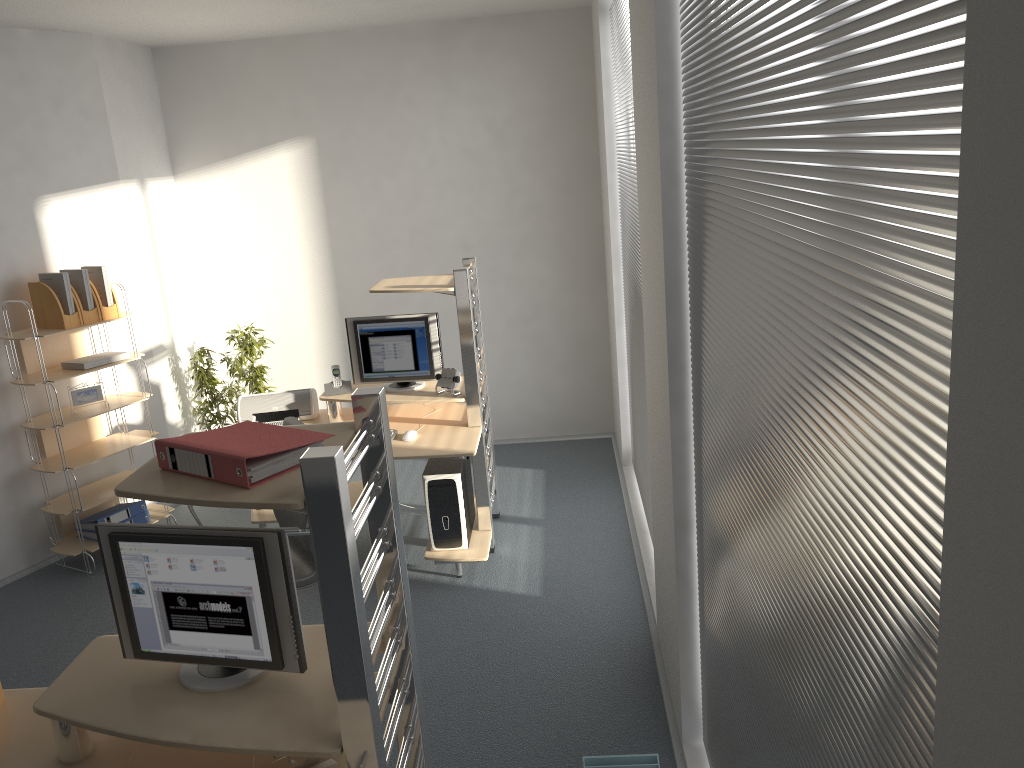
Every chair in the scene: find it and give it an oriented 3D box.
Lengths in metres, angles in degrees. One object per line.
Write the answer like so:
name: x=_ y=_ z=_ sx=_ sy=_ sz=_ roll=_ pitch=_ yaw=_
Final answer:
chair: x=-1.092 y=0.755 z=3.780 sx=0.652 sy=1.048 sz=0.584 roll=-13 pitch=17 yaw=-29

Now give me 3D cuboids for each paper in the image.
paper: x=-2.460 y=-0.500 z=5.026 sx=0.213 sy=0.297 sz=0.045 roll=4 pitch=17 yaw=30
paper: x=-2.520 y=-0.467 z=4.923 sx=0.213 sy=0.297 sz=0.045 roll=3 pitch=17 yaw=28
paper: x=-2.405 y=-0.138 z=5.128 sx=0.213 sy=0.046 sz=0.297 roll=4 pitch=17 yaw=30
paper: x=-2.393 y=-0.532 z=5.126 sx=0.213 sy=0.297 sz=0.045 roll=5 pitch=18 yaw=33

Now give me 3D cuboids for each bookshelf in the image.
bookshelf: x=-2.434 y=0.240 z=5.150 sx=0.381 sy=1.572 sz=0.724 roll=4 pitch=17 yaw=30

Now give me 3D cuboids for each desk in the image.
desk: x=-1.017 y=0.933 z=2.073 sx=1.469 sy=1.566 sz=0.967 roll=-4 pitch=15 yaw=4
desk: x=-0.890 y=0.208 z=4.769 sx=1.469 sy=1.566 sz=0.967 roll=-4 pitch=15 yaw=4

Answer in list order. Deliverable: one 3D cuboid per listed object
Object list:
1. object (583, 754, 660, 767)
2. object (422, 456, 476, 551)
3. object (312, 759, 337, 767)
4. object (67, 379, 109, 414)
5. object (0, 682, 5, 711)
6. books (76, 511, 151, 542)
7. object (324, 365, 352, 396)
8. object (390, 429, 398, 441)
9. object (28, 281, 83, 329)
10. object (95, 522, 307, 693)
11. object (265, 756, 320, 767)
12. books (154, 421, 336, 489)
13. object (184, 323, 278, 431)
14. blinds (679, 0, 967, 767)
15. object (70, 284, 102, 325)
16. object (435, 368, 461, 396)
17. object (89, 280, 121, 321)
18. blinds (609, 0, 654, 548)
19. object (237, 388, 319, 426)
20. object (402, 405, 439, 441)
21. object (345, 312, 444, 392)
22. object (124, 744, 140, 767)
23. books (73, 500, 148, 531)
object: x=0.355 y=1.332 z=2.829 sx=0.245 sy=0.202 sz=0.185 roll=-4 pitch=15 yaw=4
object: x=-0.334 y=0.609 z=4.770 sx=0.199 sy=0.422 sz=0.471 roll=-4 pitch=15 yaw=4
object: x=-0.467 y=0.918 z=2.059 sx=0.022 sy=0.042 sz=0.134 roll=10 pitch=21 yaw=44
object: x=-2.434 y=0.069 z=5.085 sx=0.192 sy=0.161 sz=0.077 roll=-17 pitch=19 yaw=-39
object: x=-1.507 y=0.922 z=2.348 sx=0.225 sy=0.060 sz=0.309 roll=-9 pitch=15 yaw=-16
books: x=-2.379 y=0.831 z=5.287 sx=0.262 sy=0.072 sz=0.320 roll=4 pitch=17 yaw=31
object: x=-0.980 y=-0.027 z=4.964 sx=0.150 sy=0.151 sz=0.119 roll=-8 pitch=15 yaw=-10
object: x=-0.790 y=0.234 z=4.876 sx=0.478 sy=0.082 sz=0.814 roll=-2 pitch=15 yaw=11
object: x=-2.527 y=-0.443 z=4.910 sx=0.243 sy=0.259 sz=0.113 roll=3 pitch=17 yaw=28
object: x=-0.745 y=0.532 z=2.255 sx=0.516 sy=0.418 sz=0.245 roll=2 pitch=16 yaw=25
object: x=-0.538 y=0.894 z=2.134 sx=0.159 sy=0.064 sz=0.054 roll=-13 pitch=17 yaw=-28
books: x=-0.618 y=0.144 z=2.064 sx=0.320 sy=0.072 sz=0.262 roll=6 pitch=18 yaw=35
object: x=-1.895 y=0.144 z=6.186 sx=0.544 sy=1.147 sz=0.644 roll=4 pitch=17 yaw=31
blinds: x=0.517 y=0.157 z=1.795 sx=0.022 sy=2.770 sz=1.950 roll=-4 pitch=15 yaw=4
object: x=-2.468 y=-0.476 z=5.014 sx=0.243 sy=0.259 sz=0.113 roll=4 pitch=17 yaw=30
object: x=-0.338 y=-0.014 z=4.734 sx=0.154 sy=0.135 sz=0.093 roll=7 pitch=19 yaw=39
object: x=-2.401 y=-0.508 z=5.114 sx=0.243 sy=0.259 sz=0.113 roll=5 pitch=18 yaw=33
blinds: x=0.643 y=-0.571 z=4.497 sx=0.037 sy=2.749 sz=1.950 roll=-4 pitch=15 yaw=4
object: x=-1.338 y=0.146 z=5.023 sx=0.438 sy=0.162 sz=0.351 roll=-6 pitch=15 yaw=-4
object: x=-0.450 y=0.201 z=4.882 sx=0.168 sy=0.088 sz=0.742 roll=-3 pitch=15 yaw=6
object: x=-0.621 y=-0.187 z=4.929 sx=0.516 sy=0.418 sz=0.245 roll=0 pitch=16 yaw=18
object: x=-0.955 y=0.958 z=2.199 sx=0.478 sy=0.082 sz=0.814 roll=-2 pitch=15 yaw=11
books: x=-2.392 y=0.778 z=5.278 sx=0.263 sy=0.100 sz=0.320 roll=4 pitch=17 yaw=31
